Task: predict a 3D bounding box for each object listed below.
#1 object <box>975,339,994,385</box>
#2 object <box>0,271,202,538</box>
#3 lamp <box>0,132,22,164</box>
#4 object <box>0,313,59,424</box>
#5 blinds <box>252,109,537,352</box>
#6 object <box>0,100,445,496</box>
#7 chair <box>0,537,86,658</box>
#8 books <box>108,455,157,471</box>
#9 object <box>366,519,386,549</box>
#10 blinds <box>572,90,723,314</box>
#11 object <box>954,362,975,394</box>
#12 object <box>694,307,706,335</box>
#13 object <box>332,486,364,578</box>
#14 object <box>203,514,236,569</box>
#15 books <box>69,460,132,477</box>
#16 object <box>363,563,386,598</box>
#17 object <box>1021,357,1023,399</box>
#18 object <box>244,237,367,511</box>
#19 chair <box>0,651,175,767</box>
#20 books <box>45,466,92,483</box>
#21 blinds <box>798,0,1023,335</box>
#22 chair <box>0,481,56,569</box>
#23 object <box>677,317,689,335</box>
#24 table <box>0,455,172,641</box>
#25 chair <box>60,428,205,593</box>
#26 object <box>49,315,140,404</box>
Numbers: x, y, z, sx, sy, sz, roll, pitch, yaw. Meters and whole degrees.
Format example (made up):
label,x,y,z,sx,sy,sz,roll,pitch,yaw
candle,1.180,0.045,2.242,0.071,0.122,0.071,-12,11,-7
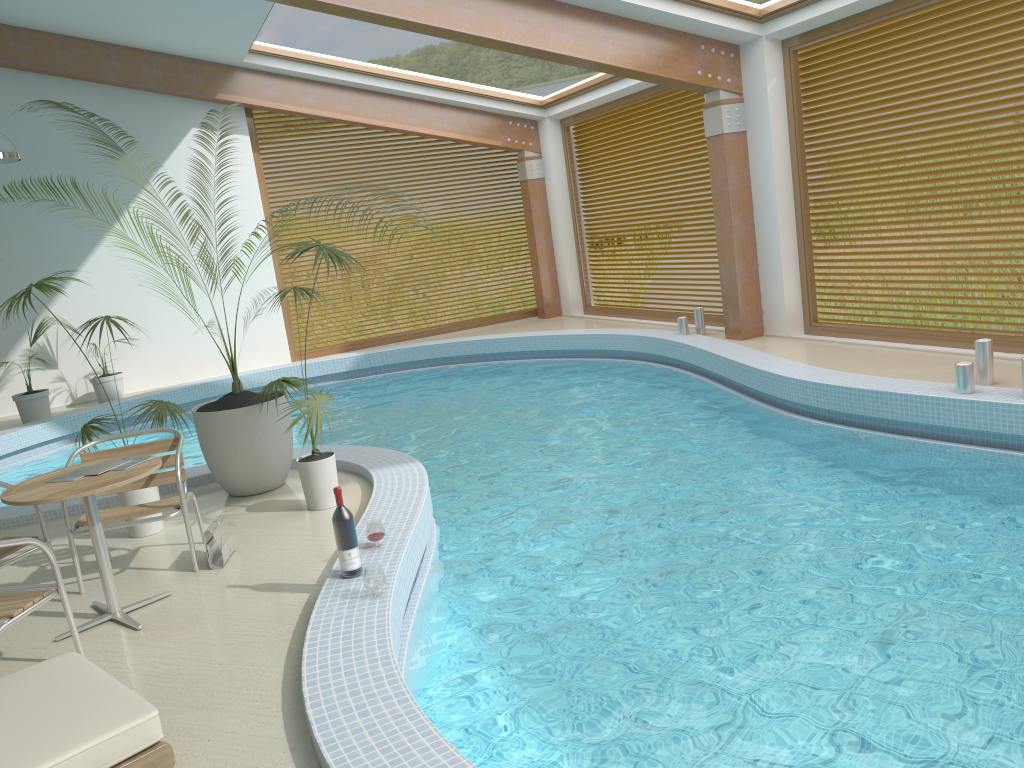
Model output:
label,x,y,z,sx,sy,sz,roll,pitch,yaw
object,3.399,-0.159,6.379,0.115,0.320,0.115,-3,12,26
object,-2.516,0.142,5.463,1.059,1.695,0.791,-6,11,14
lamp,-5.392,-3.205,8.822,0.506,1.958,0.505,-12,11,-22
object,-5.869,-0.183,10.820,0.822,1.310,1.067,-5,11,17
blinds,-1.726,-2.754,13.866,4.500,4.025,0.099,-12,11,-22
object,-1.935,-0.683,5.939,2.979,2.960,2.729,-9,10,-5
chair,-2.245,0.931,3.644,0.618,0.727,0.563,-6,11,10
books,-1.886,0.388,4.349,0.166,0.004,0.241,-4,11,19
object,-0.701,0.770,4.563,0.102,0.137,0.102,-10,11,-13
blinds,1.958,-2.370,12.091,0.095,2.921,4.200,-12,11,-22
object,3.031,-0.042,5.938,0.115,0.194,0.115,-5,11,18
object,2.199,-0.733,10.382,0.115,0.320,0.115,-3,12,26
object,-0.790,0.696,4.196,0.109,0.435,0.109,-6,11,13
object,-1.618,0.870,4.922,0.081,0.223,0.272,-8,10,-2
books,-1.993,0.407,4.306,0.166,0.004,0.241,-4,11,19
object,-0.609,0.873,3.936,0.102,0.137,0.102,-10,11,-13
object,3.269,-0.039,5.574,0.115,0.254,0.115,-5,11,18
object,-1.238,-0.057,5.559,0.791,1.695,1.059,-15,13,-34
chair,-1.889,1.105,2.085,0.861,0.866,1.903,3,15,45
books,-2.088,0.432,4.268,0.166,0.004,0.241,-4,11,19
blinds,3.936,-1.796,7.499,0.095,2.921,4.200,-12,11,-22
chair,-2.696,0.856,4.391,0.563,0.727,0.618,-4,11,20
object,1.948,-0.668,10.101,0.115,0.204,0.115,-5,11,18
table,-1.979,0.789,4.264,0.700,0.720,0.700,-9,10,-3
chair,-2.093,0.672,4.921,0.618,0.727,0.563,-10,11,-9
object,-5.353,-0.381,11.490,1.067,1.310,0.822,-10,11,-10
